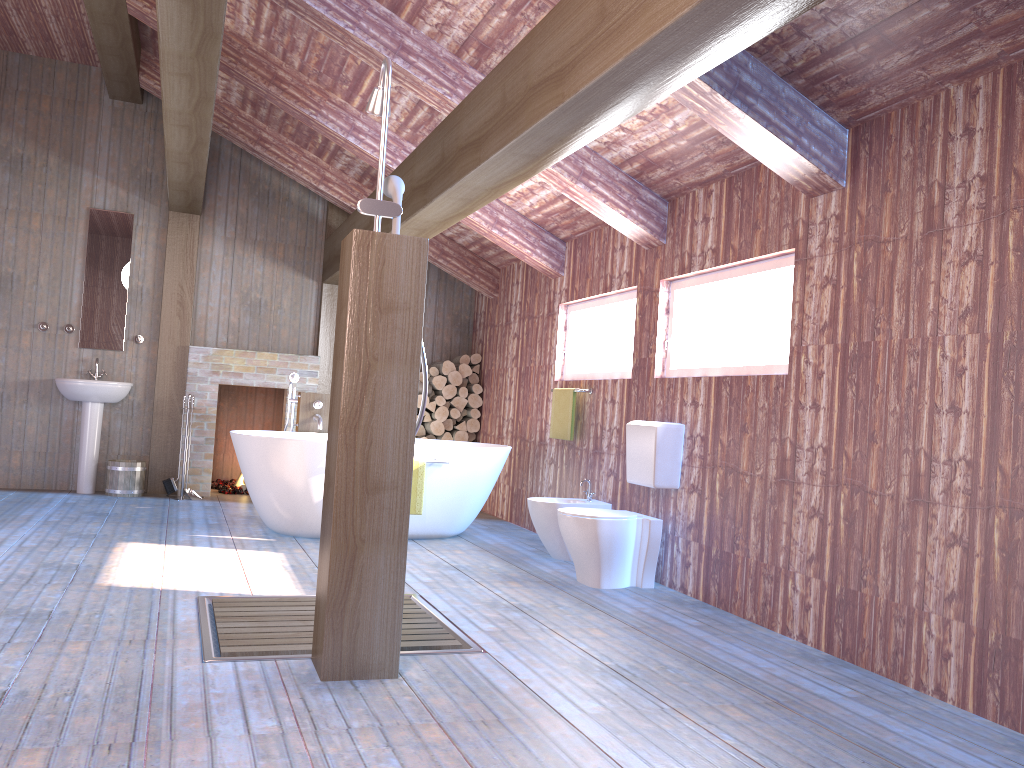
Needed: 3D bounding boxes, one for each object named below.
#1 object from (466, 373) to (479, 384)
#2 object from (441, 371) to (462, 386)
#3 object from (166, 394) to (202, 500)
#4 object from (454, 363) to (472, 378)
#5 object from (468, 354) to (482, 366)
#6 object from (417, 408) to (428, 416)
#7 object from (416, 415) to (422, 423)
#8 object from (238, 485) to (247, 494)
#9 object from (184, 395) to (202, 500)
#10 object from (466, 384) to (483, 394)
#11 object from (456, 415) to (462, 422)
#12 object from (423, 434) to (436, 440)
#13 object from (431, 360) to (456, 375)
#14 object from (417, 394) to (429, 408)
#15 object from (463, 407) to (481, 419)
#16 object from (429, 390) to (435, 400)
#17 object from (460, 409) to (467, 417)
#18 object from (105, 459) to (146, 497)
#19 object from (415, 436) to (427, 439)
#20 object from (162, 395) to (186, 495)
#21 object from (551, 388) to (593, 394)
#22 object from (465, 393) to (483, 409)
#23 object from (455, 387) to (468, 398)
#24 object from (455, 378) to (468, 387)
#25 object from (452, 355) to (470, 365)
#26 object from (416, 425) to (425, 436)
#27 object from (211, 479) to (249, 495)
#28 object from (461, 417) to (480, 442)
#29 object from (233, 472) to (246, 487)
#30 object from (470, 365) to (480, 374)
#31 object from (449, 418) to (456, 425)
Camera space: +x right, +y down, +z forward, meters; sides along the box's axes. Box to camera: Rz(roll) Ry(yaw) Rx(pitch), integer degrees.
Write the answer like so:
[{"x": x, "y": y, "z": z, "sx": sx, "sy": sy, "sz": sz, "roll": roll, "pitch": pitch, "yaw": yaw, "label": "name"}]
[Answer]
[{"x": -0.405, "y": -0.051, "z": 8.531, "sx": 0.107, "sy": 0.115, "sz": 0.269, "roll": 4, "pitch": -2, "yaw": -19, "label": "object"}, {"x": -0.607, "y": -0.052, "z": 8.418, "sx": 0.141, "sy": 0.143, "sz": 0.437, "roll": 5, "pitch": -2, "yaw": -22, "label": "object"}, {"x": -2.795, "y": 0.525, "z": 7.527, "sx": 0.276, "sy": 0.888, "sz": 0.333, "roll": 3, "pitch": -2, "yaw": 22, "label": "object"}, {"x": -0.509, "y": -0.121, "z": 8.476, "sx": 0.133, "sy": 0.142, "sz": 0.456, "roll": 4, "pitch": -2, "yaw": -19, "label": "object"}, {"x": -0.388, "y": -0.232, "z": 8.539, "sx": 0.112, "sy": 0.113, "sz": 0.271, "roll": 4, "pitch": -2, "yaw": -20, "label": "object"}, {"x": -0.862, "y": 0.269, "z": 8.317, "sx": 0.088, "sy": 0.092, "sz": 0.280, "roll": 4, "pitch": -2, "yaw": -19, "label": "object"}, {"x": -0.934, "y": 0.340, "z": 8.286, "sx": 0.115, "sy": 0.123, "sz": 0.291, "roll": 4, "pitch": -2, "yaw": -19, "label": "object"}, {"x": -2.430, "y": 0.976, "z": 8.275, "sx": 0.085, "sy": 0.084, "sz": 0.278, "roll": 3, "pitch": -2, "yaw": 26, "label": "object"}, {"x": -2.702, "y": 0.533, "z": 7.493, "sx": 0.206, "sy": 0.871, "sz": 0.126, "roll": 3, "pitch": -2, "yaw": 23, "label": "object"}, {"x": -0.396, "y": 0.044, "z": 8.495, "sx": 0.102, "sy": 0.109, "sz": 0.438, "roll": 4, "pitch": -2, "yaw": -20, "label": "object"}, {"x": -0.529, "y": 0.322, "z": 8.430, "sx": 0.067, "sy": 0.069, "sz": 0.177, "roll": 4, "pitch": -2, "yaw": -20, "label": "object"}, {"x": -0.815, "y": 0.532, "z": 8.439, "sx": 0.116, "sy": 0.118, "sz": 0.289, "roll": 5, "pitch": -2, "yaw": -23, "label": "object"}, {"x": -0.656, "y": -0.147, "z": 8.419, "sx": 0.135, "sy": 0.139, "sz": 0.456, "roll": 4, "pitch": -2, "yaw": -19, "label": "object"}, {"x": -0.896, "y": 0.155, "z": 8.310, "sx": 0.138, "sy": 0.147, "sz": 0.440, "roll": 4, "pitch": -2, "yaw": -20, "label": "object"}, {"x": -0.415, "y": 0.275, "z": 8.486, "sx": 0.102, "sy": 0.109, "sz": 0.438, "roll": 4, "pitch": -2, "yaw": -20, "label": "object"}, {"x": -0.829, "y": 0.086, "z": 8.436, "sx": 0.121, "sy": 0.124, "sz": 0.291, "roll": 4, "pitch": -2, "yaw": -19, "label": "object"}, {"x": -0.488, "y": 0.271, "z": 8.506, "sx": 0.088, "sy": 0.092, "sz": 0.280, "roll": 4, "pitch": -2, "yaw": -19, "label": "object"}, {"x": -3.240, "y": 0.791, "z": 7.441, "sx": 0.309, "sy": 0.290, "sz": 0.308, "roll": 4, "pitch": -2, "yaw": -10, "label": "object"}, {"x": -0.885, "y": 0.533, "z": 8.306, "sx": 0.098, "sy": 0.100, "sz": 0.437, "roll": 5, "pitch": -2, "yaw": -22, "label": "object"}, {"x": -2.843, "y": 0.509, "z": 7.454, "sx": 0.136, "sy": 0.846, "sz": 0.062, "roll": 5, "pitch": -2, "yaw": -39, "label": "object"}, {"x": 0.407, "y": 0.048, "z": 6.284, "sx": 0.091, "sy": 0.043, "sz": 0.581, "roll": 4, "pitch": -2, "yaw": -20, "label": "object"}, {"x": -0.417, "y": 0.156, "z": 8.490, "sx": 0.147, "sy": 0.152, "sz": 0.439, "roll": 4, "pitch": -2, "yaw": -20, "label": "object"}, {"x": -0.522, "y": 0.078, "z": 8.446, "sx": 0.089, "sy": 0.106, "sz": 0.437, "roll": 4, "pitch": -2, "yaw": -19, "label": "object"}, {"x": -0.531, "y": -0.003, "z": 8.553, "sx": 0.132, "sy": 0.119, "sz": 0.319, "roll": 4, "pitch": -2, "yaw": -19, "label": "object"}, {"x": -0.489, "y": -0.217, "z": 8.500, "sx": 0.104, "sy": 0.121, "sz": 0.270, "roll": 4, "pitch": -2, "yaw": -19, "label": "object"}, {"x": -0.908, "y": 0.438, "z": 8.405, "sx": 0.104, "sy": 0.127, "sz": 0.321, "roll": 4, "pitch": -2, "yaw": -20, "label": "object"}, {"x": -2.524, "y": 0.993, "z": 8.571, "sx": 0.829, "sy": 0.085, "sz": 0.935, "roll": 5, "pitch": -2, "yaw": -38, "label": "object"}, {"x": -0.439, "y": 0.440, "z": 8.486, "sx": 0.137, "sy": 0.256, "sz": 0.439, "roll": 4, "pitch": -2, "yaw": -20, "label": "object"}, {"x": -2.522, "y": 0.866, "z": 8.408, "sx": 0.221, "sy": 0.306, "sz": 0.121, "roll": 4, "pitch": -2, "yaw": 7, "label": "object"}, {"x": -0.396, "y": -0.147, "z": 8.552, "sx": 0.081, "sy": 0.100, "sz": 0.281, "roll": 4, "pitch": -2, "yaw": -20, "label": "object"}, {"x": -0.587, "y": 0.354, "z": 8.407, "sx": 0.065, "sy": 0.069, "sz": 0.177, "roll": 4, "pitch": -2, "yaw": -21, "label": "object"}]
